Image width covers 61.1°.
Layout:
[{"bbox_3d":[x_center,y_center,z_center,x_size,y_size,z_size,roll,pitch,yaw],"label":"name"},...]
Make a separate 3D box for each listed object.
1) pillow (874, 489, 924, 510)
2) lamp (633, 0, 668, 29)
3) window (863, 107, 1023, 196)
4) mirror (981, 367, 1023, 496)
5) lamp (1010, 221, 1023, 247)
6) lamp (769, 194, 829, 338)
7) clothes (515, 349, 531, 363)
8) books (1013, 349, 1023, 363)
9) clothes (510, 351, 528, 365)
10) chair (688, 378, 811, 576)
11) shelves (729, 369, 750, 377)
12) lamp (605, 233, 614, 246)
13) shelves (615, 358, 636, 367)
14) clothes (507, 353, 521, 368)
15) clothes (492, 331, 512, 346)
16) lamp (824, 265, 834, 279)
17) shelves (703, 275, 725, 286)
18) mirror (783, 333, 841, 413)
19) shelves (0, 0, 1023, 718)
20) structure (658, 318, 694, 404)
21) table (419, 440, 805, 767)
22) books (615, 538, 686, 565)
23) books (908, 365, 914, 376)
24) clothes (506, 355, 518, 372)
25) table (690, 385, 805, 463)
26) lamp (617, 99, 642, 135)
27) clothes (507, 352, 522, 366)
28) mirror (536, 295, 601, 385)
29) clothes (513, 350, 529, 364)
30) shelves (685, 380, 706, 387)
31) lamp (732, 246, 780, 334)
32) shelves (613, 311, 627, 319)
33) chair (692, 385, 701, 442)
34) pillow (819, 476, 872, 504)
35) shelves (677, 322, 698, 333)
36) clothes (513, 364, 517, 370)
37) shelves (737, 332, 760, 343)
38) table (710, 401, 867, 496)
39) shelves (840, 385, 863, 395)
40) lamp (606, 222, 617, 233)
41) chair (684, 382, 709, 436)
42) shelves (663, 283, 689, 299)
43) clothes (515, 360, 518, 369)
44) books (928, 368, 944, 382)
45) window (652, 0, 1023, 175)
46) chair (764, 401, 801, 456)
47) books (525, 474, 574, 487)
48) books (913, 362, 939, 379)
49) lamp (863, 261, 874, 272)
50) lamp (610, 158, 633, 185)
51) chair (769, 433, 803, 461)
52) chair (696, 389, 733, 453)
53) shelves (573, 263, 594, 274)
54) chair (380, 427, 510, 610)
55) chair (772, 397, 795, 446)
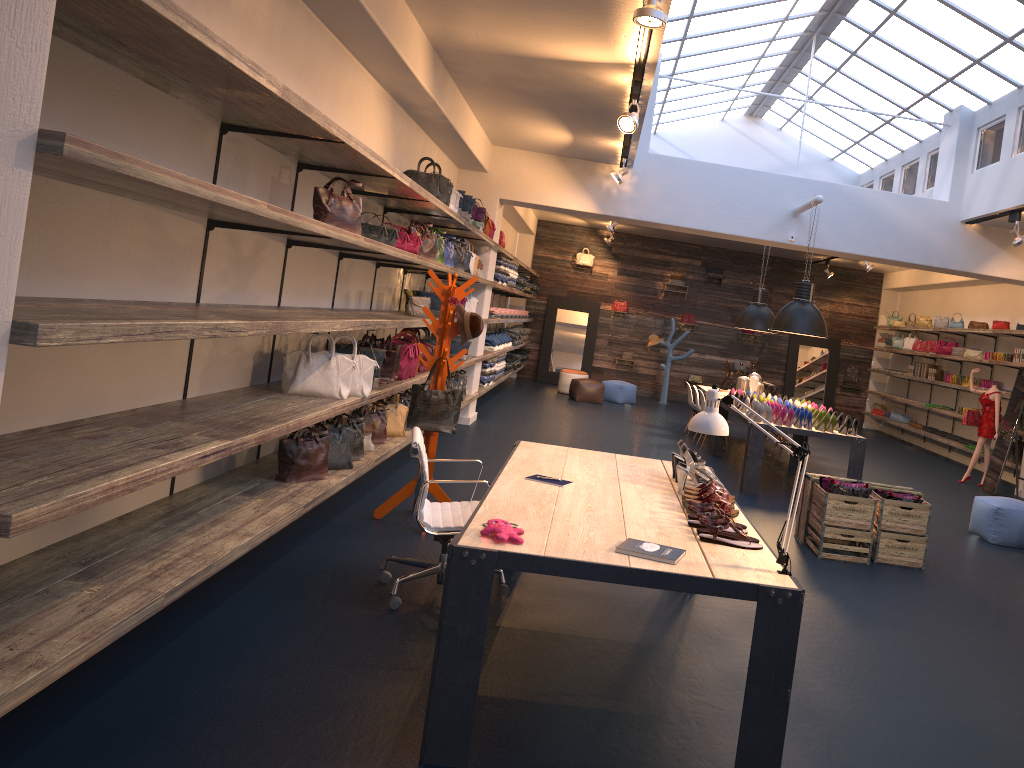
[{"bbox_3d":[3.090,1.007,7.026,0.310,0.319,0.458,9,3,2],"label":"pillow"},{"bbox_3d":[0.722,-1.952,4.479,0.185,0.376,0.172,8,1,-11],"label":"lamp"},{"bbox_3d":[3.742,-3.256,10.385,4.483,0.650,11.336,9,5,4],"label":"window"},{"bbox_3d":[6.785,0.638,11.725,0.525,1.765,0.502,8,0,0],"label":"mirror"},{"bbox_3d":[5.824,-1.715,10.004,0.225,0.327,0.192,9,2,29],"label":"lamp"},{"bbox_3d":[3.449,-1.395,10.110,0.719,1.646,0.680,8,1,-8],"label":"lamp"},{"bbox_3d":[0.183,-0.595,18.386,0.364,0.298,0.651,9,4,5],"label":"clothes"},{"bbox_3d":[7.573,-0.404,12.835,0.180,0.210,0.319,9,4,3],"label":"books"},{"bbox_3d":[0.116,-0.531,17.565,0.369,0.299,0.328,9,3,3],"label":"clothes"},{"bbox_3d":[0.908,0.364,3.377,0.515,0.745,0.179,10,1,38],"label":"chair"},{"bbox_3d":[5.037,-0.213,19.274,0.455,0.183,0.244,8,3,-2],"label":"shelves"},{"bbox_3d":[2.011,-3.001,17.908,0.222,0.327,0.195,10,2,44],"label":"lamp"},{"bbox_3d":[2.486,-0.469,19.092,0.455,0.143,0.244,8,4,-2],"label":"shelves"},{"bbox_3d":[-0.039,-0.461,16.782,0.406,0.251,0.356,9,3,10],"label":"clothes"},{"bbox_3d":[-0.216,-0.774,14.792,0.426,0.240,0.428,8,4,0],"label":"clothes"},{"bbox_3d":[6.631,-2.335,18.172,0.222,0.327,0.195,10,2,44],"label":"lamp"},{"bbox_3d":[4.464,-2.286,19.214,0.455,0.178,0.244,8,3,-2],"label":"shelves"},{"bbox_3d":[6.679,-0.145,19.395,1.166,1.918,0.264,8,0,-4],"label":"mirror"},{"bbox_3d":[3.330,-0.108,10.800,8.650,2.222,16.864,9,5,3],"label":"shelves"},{"bbox_3d":[3.335,-0.481,18.221,0.909,1.807,0.183,9,0,25],"label":"structure"},{"bbox_3d":[0.476,0.899,4.221,1.236,0.739,2.543,9,5,3],"label":"table"},{"bbox_3d":[0.513,0.615,3.198,0.218,0.017,0.186,10,5,18],"label":"books"},{"bbox_3d":[8.022,-0.253,17.288,0.180,0.210,0.319,9,4,3],"label":"books"},{"bbox_3d":[-0.101,-0.374,15.476,0.347,0.299,0.312,9,3,7],"label":"clothes"},{"bbox_3d":[3.410,0.560,12.795,1.236,0.739,2.543,9,5,3],"label":"table"},{"bbox_3d":[0.985,-2.180,7.085,0.270,0.315,0.167,7,2,-36],"label":"lamp"},{"bbox_3d":[0.002,-0.490,17.178,0.420,0.251,0.345,8,3,-2],"label":"clothes"},{"bbox_3d":[1.246,-0.921,19.006,1.166,1.918,0.264,8,0,-4],"label":"mirror"},{"bbox_3d":[0.137,-0.557,17.891,0.376,0.299,0.312,8,3,-11],"label":"clothes"},{"bbox_3d":[4.050,0.030,19.204,0.455,0.157,0.244,8,4,-2],"label":"shelves"},{"bbox_3d":[3.713,-1.601,12.822,0.648,1.646,0.751,9,1,37],"label":"lamp"},{"bbox_3d":[2.352,-1.515,19.072,0.306,0.157,0.245,8,4,-1],"label":"shelves"},{"bbox_3d":[2.871,0.455,12.745,0.535,0.801,0.474,9,1,8],"label":"chair"},{"bbox_3d":[2.612,0.913,6.894,0.358,0.348,0.436,8,3,1],"label":"pillow"},{"bbox_3d":[3.867,-1.235,19.180,0.455,0.210,0.244,8,3,-2],"label":"shelves"},{"bbox_3d":[-0.119,-0.399,15.968,0.406,0.251,0.356,9,3,10],"label":"clothes"},{"bbox_3d":[5.243,-1.027,19.301,0.498,0.184,0.200,8,3,-3],"label":"shelves"},{"bbox_3d":[3.159,0.754,10.249,1.236,0.739,2.543,9,5,3],"label":"table"},{"bbox_3d":[7.591,0.146,19.459,0.455,0.157,0.244,8,4,-2],"label":"shelves"},{"bbox_3d":[1.751,-2.801,15.269,0.222,0.327,0.195,10,2,44],"label":"lamp"},{"bbox_3d":[2.895,0.397,13.417,0.548,0.801,0.463,8,1,-1],"label":"chair"},{"bbox_3d":[3.602,-2.030,19.155,0.562,0.316,0.243,8,2,-3],"label":"shelves"},{"bbox_3d":[-0.078,-0.429,16.365,0.420,0.251,0.345,8,3,-2],"label":"clothes"},{"bbox_3d":[7.969,-0.172,16.326,0.182,0.213,0.330,9,4,2],"label":"books"},{"bbox_3d":[3.511,-3.922,6.840,4.325,0.835,18.798,9,5,4],"label":"window"},{"bbox_3d":[3.936,0.608,12.809,0.548,0.801,0.463,8,1,-1],"label":"chair"},{"bbox_3d":[0.186,0.469,4.261,0.194,0.018,0.145,10,5,21],"label":"books"},{"bbox_3d":[8.012,-0.251,16.817,0.240,0.287,0.638,9,4,2],"label":"books"},{"bbox_3d":[6.369,-2.133,15.514,0.222,0.327,0.195,10,2,44],"label":"lamp"},{"bbox_3d":[1.215,-2.383,9.777,0.258,0.327,0.168,7,2,-31],"label":"lamp"},{"bbox_3d":[3.933,0.668,12.138,0.556,0.801,0.456,8,1,-6],"label":"chair"},{"bbox_3d":[2.803,0.505,12.078,0.548,0.801,0.463,8,1,-1],"label":"chair"},{"bbox_3d":[1.558,-2.521,19.010,0.455,0.157,0.244,8,4,-2],"label":"shelves"},{"bbox_3d":[-0.283,0.704,4.596,0.707,0.836,0.658,8,2,-20],"label":"chair"},{"bbox_3d":[4.064,0.567,13.477,0.544,0.801,0.466,8,1,2],"label":"chair"}]
